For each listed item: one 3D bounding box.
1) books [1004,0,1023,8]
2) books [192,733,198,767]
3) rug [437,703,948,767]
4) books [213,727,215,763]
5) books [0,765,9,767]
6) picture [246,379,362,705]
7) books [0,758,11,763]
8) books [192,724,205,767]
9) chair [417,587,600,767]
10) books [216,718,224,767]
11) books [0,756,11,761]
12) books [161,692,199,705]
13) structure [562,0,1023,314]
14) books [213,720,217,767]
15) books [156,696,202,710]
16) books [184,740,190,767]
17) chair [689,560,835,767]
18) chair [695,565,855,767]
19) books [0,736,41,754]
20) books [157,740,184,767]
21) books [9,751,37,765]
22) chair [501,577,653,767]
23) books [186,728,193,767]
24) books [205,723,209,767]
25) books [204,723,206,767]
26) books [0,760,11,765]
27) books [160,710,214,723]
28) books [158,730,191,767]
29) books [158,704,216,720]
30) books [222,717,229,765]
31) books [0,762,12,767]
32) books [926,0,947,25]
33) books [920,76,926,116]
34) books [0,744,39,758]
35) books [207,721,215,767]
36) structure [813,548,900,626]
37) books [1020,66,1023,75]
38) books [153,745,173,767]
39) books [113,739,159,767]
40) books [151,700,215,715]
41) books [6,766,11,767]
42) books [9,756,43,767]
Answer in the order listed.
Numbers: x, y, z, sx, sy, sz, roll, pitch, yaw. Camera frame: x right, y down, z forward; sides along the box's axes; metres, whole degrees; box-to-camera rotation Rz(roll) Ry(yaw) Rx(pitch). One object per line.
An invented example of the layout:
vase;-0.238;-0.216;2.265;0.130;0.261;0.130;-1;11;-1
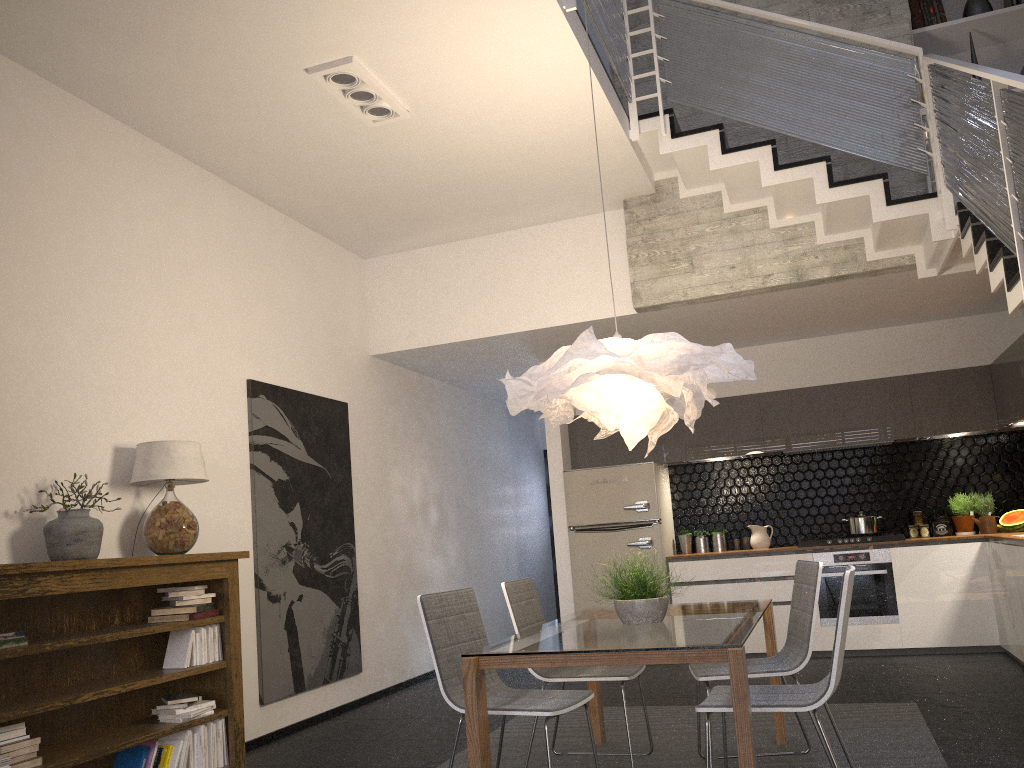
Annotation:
books;3.528;-2.687;6.171;0.160;0.379;0.267;-7;-9;18
books;-1.619;1.831;4.373;0.155;0.204;0.021;-7;-8;19
rug;0.625;1.746;3.803;2.376;0.006;3.707;-8;-11;18
books;-1.577;1.850;4.494;0.155;0.204;0.021;-7;-8;19
books;-2.042;1.428;3.228;0.219;0.008;0.290;-9;-11;22
picture;-1.404;1.054;6.114;0.033;2.013;1.239;-7;-8;18
books;-2.047;1.408;3.236;0.219;0.007;0.306;-9;-11;23
books;-1.604;1.814;4.392;0.175;0.241;0.024;-7;-8;19
chair;-0.013;1.313;3.678;0.603;0.913;0.477;-9;-9;28
books;-1.563;1.838;4.541;0.175;0.241;0.024;-7;-8;19
books;-2.046;1.399;3.238;0.219;0.013;0.306;-9;-11;23
books;-1.649;1.558;4.392;0.147;0.023;0.223;1;-12;-30
structure;1.088;-2.251;5.102;4.242;8.250;8.508;-7;-9;18
books;-1.590;1.837;4.524;0.175;0.241;0.024;-7;-8;19
books;-1.646;1.579;4.382;0.155;0.022;0.207;-4;-10;-1
books;-1.644;1.821;4.303;0.155;0.202;0.073;-7;-8;19
chair;1.134;1.294;4.060;0.602;0.913;0.478;-5;-8;5
chair;1.020;1.167;3.311;0.603;0.913;0.477;-8;-8;21
books;-2.026;1.431;3.514;0.226;0.029;0.180;-8;-11;21
books;-1.665;1.815;4.242;0.155;0.193;0.105;-7;-8;19
books;-2.029;1.478;3.493;0.228;0.023;0.167;-7;-11;17
chair;0.320;1.406;4.338;0.603;0.913;0.477;-7;-8;19
books;-1.649;1.812;4.357;0.175;0.241;0.024;-7;-8;19
books;-1.612;1.828;4.462;0.175;0.241;0.024;-7;-8;19
books;-1.605;1.819;4.416;0.175;0.242;0.019;-7;-8;19
books;-2.043;1.414;3.233;0.219;0.007;0.306;-9;-11;22
books;-1.606;1.640;4.373;0.155;0.020;0.206;-10;-12;28
books;-1.652;1.801;4.281;0.175;0.233;0.101;-7;-8;19
books;-1.605;1.622;4.380;0.175;0.019;0.245;-6;-10;9
books;-1.550;1.842;4.570;0.175;0.242;0.040;-7;-8;19
books;-2.040;1.421;3.231;0.219;0.007;0.306;-9;-11;22
books;3.032;-2.617;6.359;0.134;0.380;0.273;-7;-9;18
books;2.913;-1.966;6.338;0.160;0.370;0.273;-7;-9;18
books;-2.035;1.458;3.510;0.244;0.023;0.176;-9;-11;25
books;-1.584;1.828;4.475;0.175;0.242;0.019;-7;-8;19
structure;2.838;1.669;7.340;0.589;0.584;0.587;-7;-9;19
books;3.590;-2.065;6.107;0.146;0.380;0.273;-7;-9;18
books;-1.712;1.821;4.206;0.146;0.182;0.148;-8;-9;22
books;-1.780;1.793;4.158;0.172;0.226;0.166;-7;-9;19
books;-1.627;1.603;4.388;0.175;0.023;0.244;-10;-12;28
books;-2.044;1.433;3.232;0.219;0.006;0.306;-9;-11;23
books;-2.017;1.506;3.493;0.243;0.033;0.180;-8;-11;21
